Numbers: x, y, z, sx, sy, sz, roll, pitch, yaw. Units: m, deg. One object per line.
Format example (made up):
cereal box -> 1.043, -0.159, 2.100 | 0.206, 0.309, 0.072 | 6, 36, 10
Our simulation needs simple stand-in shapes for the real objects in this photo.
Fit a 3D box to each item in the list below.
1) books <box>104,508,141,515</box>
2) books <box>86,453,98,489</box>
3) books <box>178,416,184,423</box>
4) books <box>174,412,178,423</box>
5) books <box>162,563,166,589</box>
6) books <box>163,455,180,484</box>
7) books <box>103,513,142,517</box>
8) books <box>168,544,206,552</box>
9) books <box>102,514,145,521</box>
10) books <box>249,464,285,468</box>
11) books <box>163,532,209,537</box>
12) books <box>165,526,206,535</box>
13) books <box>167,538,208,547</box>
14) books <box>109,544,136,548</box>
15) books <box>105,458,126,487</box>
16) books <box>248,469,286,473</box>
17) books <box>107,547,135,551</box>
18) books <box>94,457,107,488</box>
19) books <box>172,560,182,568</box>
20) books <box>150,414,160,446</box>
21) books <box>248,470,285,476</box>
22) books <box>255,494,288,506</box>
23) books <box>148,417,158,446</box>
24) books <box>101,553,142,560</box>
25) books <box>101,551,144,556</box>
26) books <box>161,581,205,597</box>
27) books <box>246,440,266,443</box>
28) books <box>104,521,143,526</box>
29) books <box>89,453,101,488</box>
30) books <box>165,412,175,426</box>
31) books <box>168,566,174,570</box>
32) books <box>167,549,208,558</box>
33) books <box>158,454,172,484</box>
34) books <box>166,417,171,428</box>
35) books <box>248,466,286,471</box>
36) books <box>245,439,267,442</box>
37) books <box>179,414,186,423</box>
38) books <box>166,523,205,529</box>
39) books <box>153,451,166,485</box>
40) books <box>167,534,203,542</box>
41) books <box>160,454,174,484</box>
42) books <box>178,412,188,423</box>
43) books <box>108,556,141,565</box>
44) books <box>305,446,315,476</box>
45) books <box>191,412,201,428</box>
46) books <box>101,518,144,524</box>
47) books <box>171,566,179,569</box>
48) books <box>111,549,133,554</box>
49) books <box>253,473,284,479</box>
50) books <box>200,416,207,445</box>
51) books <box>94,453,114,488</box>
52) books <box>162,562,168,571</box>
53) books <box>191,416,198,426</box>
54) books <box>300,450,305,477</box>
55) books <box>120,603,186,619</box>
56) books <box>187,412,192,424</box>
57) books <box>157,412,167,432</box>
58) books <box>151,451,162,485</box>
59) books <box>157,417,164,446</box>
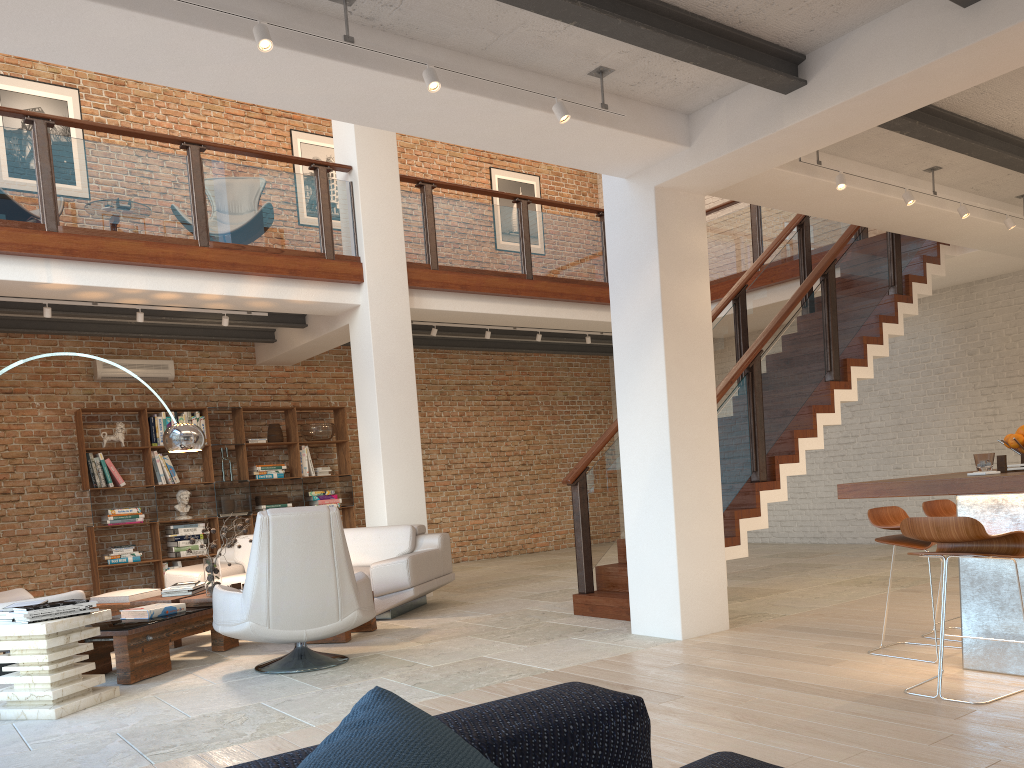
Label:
books -> -4.284, 1.403, 9.591 | 0.325, 0.055, 0.257 | 0, -8, -34
books -> -4.554, 0.939, 9.390 | 0.090, 0.385, 0.245 | -7, 2, -36
books -> -3.788, 0.546, 9.920 | 0.055, 0.330, 0.256 | -7, 1, -37
books -> -3.836, 0.521, 9.903 | 0.036, 0.384, 0.245 | -7, 2, -37
books -> -3.949, 2.206, 9.834 | 0.036, 0.384, 0.245 | -7, 2, -37
books -> -3.886, 0.975, 9.867 | 0.157, 0.329, 0.256 | -6, 1, -36
books -> -4.289, 1.442, 9.591 | 0.354, 0.020, 0.275 | 1, -8, -37
books -> -3.731, 1.881, 10.000 | 0.360, 0.055, 0.285 | 0, -8, -34
books -> -4.273, 1.468, 9.578 | 0.378, 0.036, 0.246 | 2, -9, -42
books -> -2.970, 0.995, 10.540 | 0.354, 0.020, 0.275 | 1, -8, -37
books -> -3.734, 1.720, 9.977 | 0.442, 0.020, 0.275 | 1, -8, -36
books -> -3.741, 1.680, 9.994 | 0.378, 0.064, 0.246 | 2, -8, -42
books -> -3.717, 1.819, 9.989 | 0.246, 0.064, 0.378 | -9, -8, 40
books -> -4.292, 1.786, 9.591 | 0.251, 0.017, 0.164 | 1, -8, -36
books -> -4.372, 0.977, 9.546 | 0.193, 0.319, 0.256 | -5, 0, -36
books -> -2.958, 1.050, 10.534 | 0.378, 0.018, 0.246 | 2, -9, -43
books -> -4.310, 1.815, 9.604 | 0.235, 0.019, 0.172 | 2, -9, -43
books -> -4.496, 0.969, 9.465 | 0.101, 0.334, 0.256 | -6, 1, -36
books -> -3.800, 2.210, 9.971 | 0.078, 0.385, 0.245 | -7, 2, -36
books -> -4.015, 0.533, 9.785 | 0.020, 0.359, 0.273 | -7, 2, -37
books -> -2.975, 1.078, 10.535 | 0.378, 0.036, 0.246 | 1, -8, -36
books -> -2.916, 1.407, 10.571 | 0.334, 0.118, 0.215 | 0, -6, -36
books -> -4.046, 0.547, 9.764 | 0.055, 0.330, 0.256 | -7, 1, -37
books -> -4.299, 1.892, 9.588 | 0.378, 0.036, 0.246 | 1, -8, -36
books -> -4.282, 1.863, 9.587 | 0.378, 0.018, 0.246 | 2, -9, -43
books -> -2.555, 1.592, 6.788 | 0.250, 0.074, 0.403 | -4, -6, -4
books -> -3.057, 0.697, 10.396 | 0.205, 0.034, 0.134 | 0, -8, -36
books -> -4.278, 1.535, 9.592 | 0.354, 0.020, 0.275 | 1, -8, -36
books -> -4.528, 0.940, 9.418 | 0.090, 0.385, 0.245 | -7, 2, -36
books -> -3.860, 0.519, 9.874 | 0.036, 0.384, 0.245 | -7, 2, -37
books -> -3.884, 2.235, 9.890 | 0.057, 0.330, 0.256 | -7, 1, -37
books -> -3.715, 1.939, 9.989 | 0.378, 0.064, 0.246 | 2, -8, -42
books -> -3.946, 0.966, 9.830 | 0.123, 0.349, 0.273 | -6, 1, -36
books -> -3.908, 0.549, 9.864 | 0.055, 0.330, 0.256 | -7, 1, -37
books -> -2.954, 1.021, 10.526 | 0.378, 0.036, 0.246 | 2, -9, -42
books -> -3.068, 0.671, 10.397 | 0.235, 0.019, 0.172 | 2, -9, -43
books -> -3.767, 0.535, 9.954 | 0.020, 0.359, 0.273 | -7, 2, -37
books -> -3.745, 1.628, 9.984 | 0.378, 0.036, 0.246 | 1, -8, -36
books -> -3.984, 0.947, 9.790 | 0.102, 0.384, 0.245 | -6, 2, -36
books -> -3.737, 1.757, 9.960 | 0.325, 0.055, 0.257 | 1, -8, -41
books -> -3.934, 0.967, 9.850 | 0.123, 0.349, 0.273 | -6, 1, -36
books -> -3.752, 0.524, 9.981 | 0.036, 0.384, 0.245 | -7, 2, -37
books -> -4.274, 1.937, 9.597 | 0.325, 0.055, 0.257 | -1, -7, -26
books -> -2.558, 0.966, 10.852 | 0.100, 0.384, 0.245 | -7, 2, -36
books -> -3.639, 0.523, 10.047 | 0.036, 0.384, 0.245 | -7, 2, -37
books -> -4.284, 1.505, 9.579 | 0.378, 0.036, 0.246 | 2, -9, -41
books -> -3.835, 2.234, 9.918 | 0.055, 0.330, 0.256 | -7, 1, -37
books -> -4.299, 1.840, 9.604 | 0.205, 0.034, 0.134 | 0, -8, -36
books -> -2.950, 1.124, 10.543 | 0.325, 0.055, 0.257 | -1, -7, -26
books -> -3.607, 0.553, 10.090 | 0.055, 0.330, 0.256 | -7, 1, -37
books -> -4.434, 0.942, 9.471 | 0.120, 0.382, 0.245 | -6, 2, -36
books -> -3.929, 2.209, 9.868 | 0.036, 0.384, 0.245 | -7, 2, -37
books -> -3.672, 0.549, 10.016 | 0.055, 0.330, 0.256 | -7, 1, -37
books -> -2.648, 0.990, 10.760 | 0.055, 0.330, 0.256 | -7, 1, -37
books -> -2.399, 1.518, 5.834 | 0.256, 0.056, 0.326 | -7, -7, 24
books -> -3.715, 0.522, 9.992 | 0.036, 0.384, 0.245 | -7, 2, -37
books -> -3.940, 0.519, 9.823 | 0.036, 0.384, 0.245 | -7, 2, -37
books -> -4.028, 0.950, 9.787 | 0.100, 0.384, 0.245 | -7, 2, -36
books -> -3.973, 0.545, 9.795 | 0.055, 0.330, 0.256 | -7, 1, -37
